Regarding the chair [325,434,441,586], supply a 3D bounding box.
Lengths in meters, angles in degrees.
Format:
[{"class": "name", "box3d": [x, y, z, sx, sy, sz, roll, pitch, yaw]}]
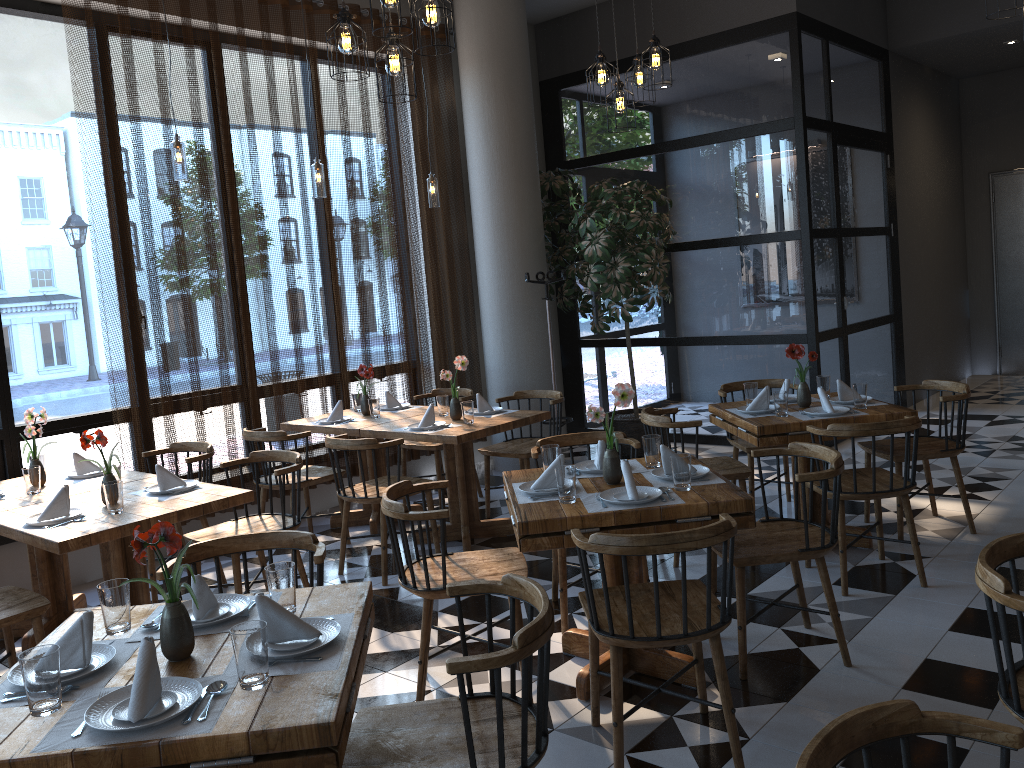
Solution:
[{"class": "chair", "box3d": [-0.752, 0.670, 5.102, 0.519, 0.814, 0.552, -1, 7, 41]}]

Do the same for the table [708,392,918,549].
[{"class": "table", "box3d": [1.668, 0.507, 4.979, 0.864, 0.761, 0.867, -5, 6, -4]}]

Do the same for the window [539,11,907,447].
[{"class": "window", "box3d": [2.115, -1.357, 8.805, 2.727, 3.537, 2.194, 0, 7, 41]}]

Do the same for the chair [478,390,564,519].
[{"class": "chair", "box3d": [0.099, 0.484, 6.081, 0.519, 0.814, 0.552, -1, 7, 41]}]

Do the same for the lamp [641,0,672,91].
[{"class": "lamp", "box3d": [0.796, -2.821, 5.289, 0.175, 2.064, 0.175, -8, 5, -36]}]

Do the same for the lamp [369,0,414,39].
[{"class": "lamp", "box3d": [-0.592, -2.518, 3.691, 0.175, 2.064, 0.176, -2, 5, 36]}]

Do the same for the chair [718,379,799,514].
[{"class": "chair", "box3d": [1.619, 0.409, 5.623, 0.519, 0.814, 0.551, -5, 5, -4]}]

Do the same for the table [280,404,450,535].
[{"class": "table", "box3d": [-0.966, 0.593, 6.150, 0.850, 0.761, 0.853, 0, 7, 41]}]

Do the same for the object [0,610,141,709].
[{"class": "object", "box3d": [-1.072, 0.618, 2.115, 0.272, 0.136, 0.353, -5, 6, -4]}]

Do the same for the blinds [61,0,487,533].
[{"class": "blinds", "box3d": [-2.784, -0.760, 4.974, 0.160, 3.569, 7.293, -1, 7, 41]}]

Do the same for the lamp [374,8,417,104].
[{"class": "lamp", "box3d": [-0.604, -2.314, 3.937, 0.175, 2.064, 0.176, -2, 5, 36]}]

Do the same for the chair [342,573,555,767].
[{"class": "chair", "box3d": [-0.140, 0.955, 2.210, 0.550, 0.814, 0.521, -5, 5, -4]}]

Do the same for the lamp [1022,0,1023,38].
[{"class": "lamp", "box3d": [2.273, -2.544, 3.830, 0.175, 2.064, 0.175, -5, 4, -5]}]

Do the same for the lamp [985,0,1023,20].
[{"class": "lamp", "box3d": [2.206, -2.736, 4.026, 0.175, 2.064, 0.175, -6, 4, -16]}]

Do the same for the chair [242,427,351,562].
[{"class": "chair", "box3d": [-1.388, 0.659, 5.657, 0.519, 0.814, 0.552, -1, 7, 41]}]

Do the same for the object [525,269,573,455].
[{"class": "object", "box3d": [0.331, -0.073, 7.063, 0.375, 1.653, 0.375, -7, 5, -26]}]

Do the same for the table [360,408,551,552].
[{"class": "table", "box3d": [-0.320, 0.604, 5.587, 0.850, 0.761, 0.853, 0, 7, 41]}]

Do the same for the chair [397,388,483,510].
[{"class": "chair", "box3d": [-0.537, 0.473, 6.636, 0.519, 0.814, 0.552, -1, 7, 41]}]

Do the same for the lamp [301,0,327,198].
[{"class": "lamp", "box3d": [-1.361, -2.220, 5.849, 0.078, 1.958, 0.078, -3, 5, 27]}]

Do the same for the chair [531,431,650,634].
[{"class": "chair", "box3d": [0.386, 0.678, 4.204, 0.519, 0.814, 0.551, -5, 5, -4]}]

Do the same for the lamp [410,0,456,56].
[{"class": "lamp", "box3d": [-0.427, -2.491, 3.826, 0.175, 2.064, 0.176, -3, 5, 25]}]

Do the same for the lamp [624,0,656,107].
[{"class": "lamp", "box3d": [0.725, -2.781, 5.487, 0.175, 2.064, 0.175, -1, 6, 43]}]

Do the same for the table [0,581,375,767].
[{"class": "table", "box3d": [-0.770, 1.039, 2.173, 0.864, 0.761, 0.867, -5, 6, -4]}]

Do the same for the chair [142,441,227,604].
[{"class": "chair", "box3d": [-1.942, 0.780, 5.018, 0.519, 0.814, 0.552, -1, 7, 41]}]

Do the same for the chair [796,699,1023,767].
[{"class": "chair", "box3d": [0.727, 0.987, 1.306, 0.549, 0.814, 0.521, 0, 7, 41]}]

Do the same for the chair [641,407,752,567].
[{"class": "chair", "box3d": [1.024, 0.539, 4.939, 0.550, 0.814, 0.521, -5, 5, -4]}]

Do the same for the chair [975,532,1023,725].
[{"class": "chair", "box3d": [1.445, 0.830, 2.133, 0.549, 0.814, 0.521, 0, 7, 41]}]

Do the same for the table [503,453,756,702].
[{"class": "table", "box3d": [0.442, 0.774, 3.568, 0.864, 0.761, 0.867, -5, 6, -4]}]

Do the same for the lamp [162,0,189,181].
[{"class": "lamp", "box3d": [-2.012, -2.164, 5.101, 0.078, 1.958, 0.078, -2, 5, 31]}]

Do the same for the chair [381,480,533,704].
[{"class": "chair", "box3d": [-0.209, 0.808, 3.521, 0.550, 0.814, 0.521, -5, 5, -4]}]

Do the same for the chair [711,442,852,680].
[{"class": "chair", "box3d": [1.073, 0.690, 3.605, 0.550, 0.814, 0.521, -5, 5, -4]}]

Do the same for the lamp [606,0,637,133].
[{"class": "lamp", "box3d": [0.588, -2.579, 5.349, 0.175, 2.064, 0.175, -8, 5, -36]}]

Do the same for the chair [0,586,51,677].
[{"class": "chair", "box3d": [-2.157, 0.977, 3.485, 0.519, 0.814, 0.552, -1, 7, 41]}]

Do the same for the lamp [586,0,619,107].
[{"class": "lamp", "box3d": [0.456, -2.677, 5.155, 0.175, 2.064, 0.176, -3, 5, 21]}]

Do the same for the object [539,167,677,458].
[{"class": "object", "box3d": [0.679, -0.649, 7.718, 1.633, 2.584, 1.385, -3, 5, 25]}]

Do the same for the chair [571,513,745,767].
[{"class": "chair", "box3d": [0.478, 0.820, 2.921, 0.519, 0.814, 0.551, -5, 5, -4]}]

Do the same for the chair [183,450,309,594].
[{"class": "chair", "box3d": [-1.306, 0.791, 4.464, 0.519, 0.814, 0.552, -1, 7, 41]}]

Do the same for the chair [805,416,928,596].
[{"class": "chair", "box3d": [1.711, 0.551, 4.340, 0.519, 0.814, 0.551, -5, 5, -4]}]

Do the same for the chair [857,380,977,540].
[{"class": "chair", "box3d": [2.313, 0.418, 5.046, 0.550, 0.814, 0.521, -5, 5, -4]}]

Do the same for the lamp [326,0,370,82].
[{"class": "lamp", "box3d": [-0.828, -2.432, 3.987, 0.175, 2.064, 0.175, -5, 4, 3]}]

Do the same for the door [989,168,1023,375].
[{"class": "door", "box3d": [6.136, -1.284, 10.075, 1.206, 2.386, 0.115, -1, 6, 41]}]

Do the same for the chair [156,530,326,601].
[{"class": "chair", "box3d": [-0.827, 0.943, 2.809, 0.519, 0.814, 0.551, -5, 5, -4]}]

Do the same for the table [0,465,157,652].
[{"class": "table", "box3d": [-2.371, 0.900, 4.532, 0.850, 0.761, 0.853, 0, 7, 41]}]

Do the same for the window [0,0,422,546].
[{"class": "window", "box3d": [-5.078, -0.055, 1.123, 4.489, 3.154, 15.198, -3, 7, 18]}]

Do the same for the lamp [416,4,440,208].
[{"class": "lamp", "box3d": [-0.670, -2.312, 6.641, 0.078, 1.958, 0.078, -6, 4, -17]}]

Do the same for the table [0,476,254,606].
[{"class": "table", "box3d": [-1.726, 0.911, 3.970, 0.850, 0.761, 0.853, 0, 7, 41]}]
